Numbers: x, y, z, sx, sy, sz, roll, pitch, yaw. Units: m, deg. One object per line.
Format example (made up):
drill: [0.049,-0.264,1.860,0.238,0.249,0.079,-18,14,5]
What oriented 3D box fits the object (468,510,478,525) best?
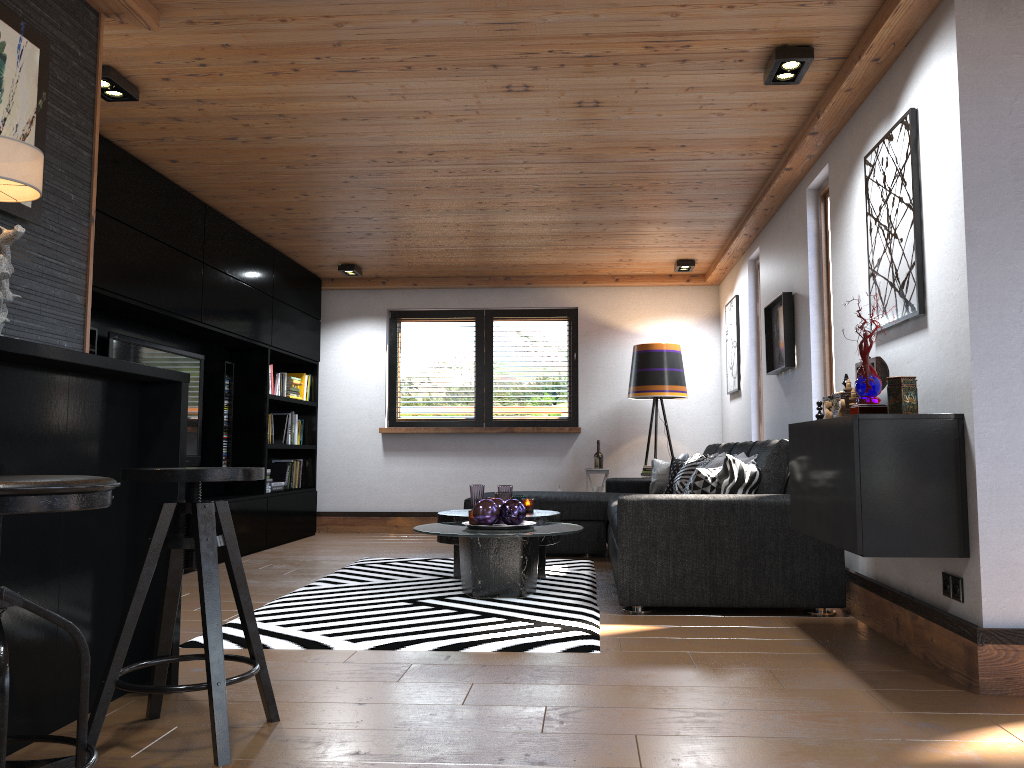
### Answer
object: [-0.194,0.715,4.725,0.078,0.081,0.080,-2,-5,19]

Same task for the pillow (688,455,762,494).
pillow: [1.090,0.528,4.466,0.541,0.346,0.296,3,-6,-35]

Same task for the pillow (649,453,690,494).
pillow: [1.227,0.698,6.769,0.218,0.347,0.563,1,-5,-15]

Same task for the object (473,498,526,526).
object: [-0.077,0.680,4.706,0.286,0.143,0.262,1,-5,-12]

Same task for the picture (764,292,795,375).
picture: [1.673,-0.304,5.558,0.066,0.451,0.559,0,-5,5]

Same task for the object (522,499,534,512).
object: [0.098,0.746,5.438,0.078,0.081,0.080,-2,-5,19]

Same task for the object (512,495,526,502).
object: [0.041,0.748,5.570,0.091,0.099,0.093,-4,-6,41]

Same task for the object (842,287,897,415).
object: [1.368,-0.119,3.385,0.151,0.505,0.325,0,-5,4]

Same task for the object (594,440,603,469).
object: [0.778,0.648,7.970,0.088,0.287,0.086,3,-6,-33]

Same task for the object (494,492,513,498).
object: [-0.052,0.730,5.483,0.114,0.122,0.112,2,-5,-20]

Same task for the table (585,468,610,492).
table: [0.766,1.063,7.937,0.226,0.609,0.225,0,-5,4]

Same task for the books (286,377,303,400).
books: [-2.020,0.045,7.878,0.260,0.197,0.296,-1,-5,7]

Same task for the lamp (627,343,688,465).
lamp: [1.801,0.525,7.881,1.640,1.701,0.519,2,-5,-18]

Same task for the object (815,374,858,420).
object: [1.344,0.054,3.632,0.201,0.197,0.356,-1,-5,16]

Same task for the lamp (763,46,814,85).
lamp: [1.152,-1.335,3.703,0.155,0.068,0.261,0,-5,4]

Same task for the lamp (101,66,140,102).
lamp: [-1.768,-1.320,3.881,0.155,0.068,0.261,0,-5,4]

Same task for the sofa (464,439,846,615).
sofa: [0.620,0.780,5.667,2.085,0.819,3.091,0,-5,4]

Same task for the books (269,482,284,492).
books: [-2.073,0.867,7.479,0.209,0.073,0.266,-1,-5,8]

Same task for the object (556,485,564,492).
object: [0.428,1.142,8.002,0.253,0.463,0.251,0,-5,4]

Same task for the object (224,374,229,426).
object: [-2.185,0.117,6.562,0.125,0.380,0.125,0,-5,4]

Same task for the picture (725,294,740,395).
picture: [1.856,-0.318,7.463,0.020,0.783,0.563,0,-5,5]

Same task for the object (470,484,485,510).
object: [-0.215,0.705,5.461,0.095,0.168,0.093,2,-6,-25]

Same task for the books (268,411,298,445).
books: [-2.037,0.382,7.743,0.221,0.296,0.345,0,-5,4]

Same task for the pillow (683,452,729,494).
pillow: [1.239,0.612,5.633,0.275,0.356,0.728,0,-5,5]

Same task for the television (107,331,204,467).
television: [-2.277,0.151,5.677,0.050,0.814,1.253,0,-5,5]

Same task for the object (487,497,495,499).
object: [-0.116,0.757,5.583,0.078,0.081,0.080,-2,-5,19]

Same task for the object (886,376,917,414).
object: [1.355,0.043,3.081,0.108,0.135,0.096,1,-5,-6]

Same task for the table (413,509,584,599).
table: [-0.040,0.937,4.982,0.894,0.372,1.525,0,-5,5]

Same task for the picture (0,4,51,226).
picture: [-1.505,-0.822,2.320,0.010,0.594,0.926,0,-5,5]

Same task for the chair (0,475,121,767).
chair: [-0.988,0.534,1.657,0.440,0.717,0.442,-1,-5,8]

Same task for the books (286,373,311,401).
books: [-1.974,0.036,8.139,0.212,0.261,0.210,0,-5,4]

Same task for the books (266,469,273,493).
books: [-2.095,0.783,7.129,0.258,0.188,0.303,-1,-5,11]

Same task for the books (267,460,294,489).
books: [-2.053,0.803,7.843,0.207,0.256,0.245,0,-5,3]

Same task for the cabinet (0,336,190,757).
cabinet: [-1.337,0.407,2.061,0.428,1.011,1.626,0,-5,5]

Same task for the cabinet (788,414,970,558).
cabinet: [1.348,0.369,3.380,0.357,0.469,0.955,0,-5,5]

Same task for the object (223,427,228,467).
object: [-2.186,0.494,6.527,0.125,0.379,0.125,0,-5,4]

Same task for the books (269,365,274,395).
books: [-2.056,-0.047,7.125,0.207,0.270,0.240,0,-5,4]

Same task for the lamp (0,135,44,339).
lamp: [-1.329,-0.344,2.226,0.247,0.516,0.248,-1,-5,8]

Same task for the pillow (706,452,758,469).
pillow: [1.197,0.547,4.989,0.284,0.329,0.725,1,-5,-6]

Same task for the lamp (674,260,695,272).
lamp: [1.491,-1.026,7.664,0.155,0.068,0.261,0,-5,4]

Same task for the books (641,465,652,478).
books: [1.265,0.787,7.682,0.221,0.159,0.253,3,-5,-29]

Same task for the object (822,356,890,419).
object: [1.418,0.022,3.684,0.209,0.270,0.287,0,-5,4]

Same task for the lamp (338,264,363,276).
lamp: [-1.429,-1.011,7.842,0.155,0.068,0.261,0,-5,4]

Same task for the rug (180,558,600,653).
rug: [-0.365,1.117,4.807,1.659,0.020,2.902,0,-4,4]

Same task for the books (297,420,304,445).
books: [-2.022,0.439,8.064,0.189,0.238,0.290,0,-5,3]

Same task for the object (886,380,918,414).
object: [1.410,0.052,3.202,0.107,0.135,0.098,-3,-6,35]

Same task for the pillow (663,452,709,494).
pillow: [1.259,0.664,6.264,0.311,0.364,0.667,0,-5,0]

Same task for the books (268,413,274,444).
books: [-2.087,0.361,7.308,0.209,0.270,0.237,0,-5,4]

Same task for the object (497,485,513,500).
object: [-0.041,0.697,5.368,0.095,0.168,0.093,2,-6,-25]

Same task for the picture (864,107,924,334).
picture: [1.522,-0.623,3.557,0.020,0.783,0.563,0,-5,5]

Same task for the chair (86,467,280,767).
chair: [-0.857,0.586,2.354,0.392,0.722,0.393,0,-5,4]

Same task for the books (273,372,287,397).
books: [-2.077,0.009,7.597,0.182,0.233,0.284,-1,-5,7]

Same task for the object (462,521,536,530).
object: [-0.068,0.745,4.687,0.391,0.022,0.398,-2,-5,23]

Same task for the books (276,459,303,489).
books: [-2.036,0.816,8.051,0.212,0.261,0.252,0,-5,4]
